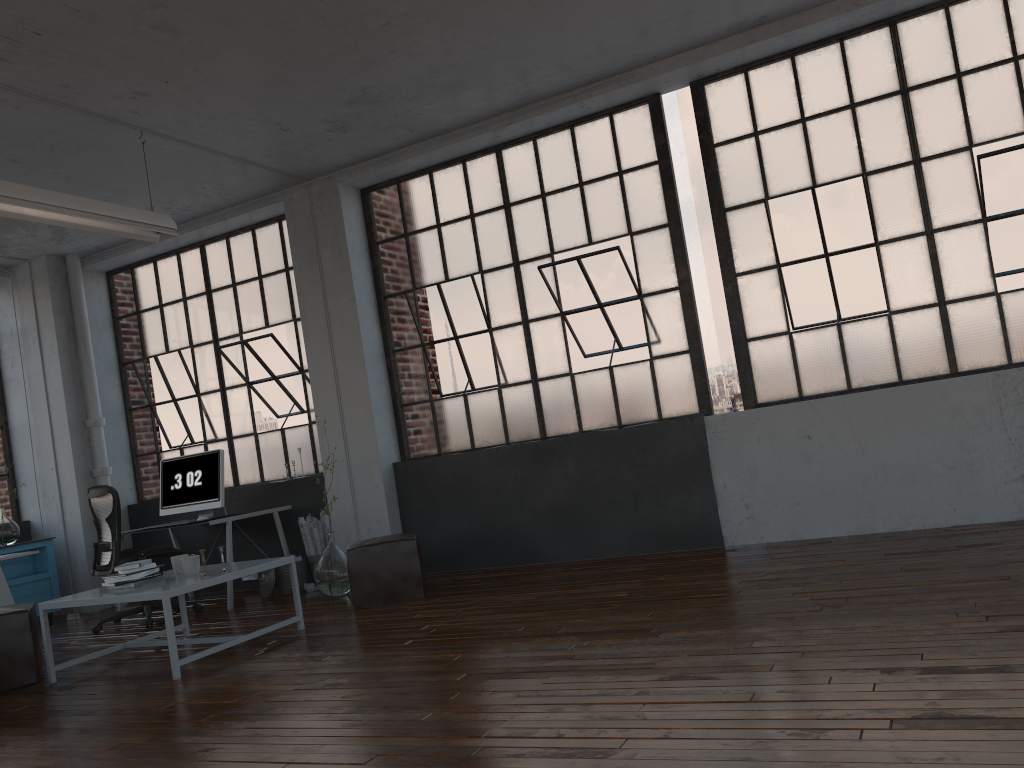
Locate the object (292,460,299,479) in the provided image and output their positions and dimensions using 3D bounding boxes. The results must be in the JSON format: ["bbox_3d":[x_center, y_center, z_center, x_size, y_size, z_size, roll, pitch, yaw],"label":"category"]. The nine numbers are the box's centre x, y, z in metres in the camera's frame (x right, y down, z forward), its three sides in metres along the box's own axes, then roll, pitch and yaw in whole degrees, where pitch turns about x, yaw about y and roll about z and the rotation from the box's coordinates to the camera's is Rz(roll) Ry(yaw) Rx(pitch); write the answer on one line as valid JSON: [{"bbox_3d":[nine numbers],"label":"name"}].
[{"bbox_3d":[-1.873,0.739,7.637,0.065,0.160,0.066,-7,-3,-33],"label":"object"}]

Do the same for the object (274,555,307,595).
[{"bbox_3d":[-1.803,1.534,7.170,0.290,0.293,0.291,-8,-3,-17],"label":"object"}]

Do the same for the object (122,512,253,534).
[{"bbox_3d":[-2.645,1.140,7.272,0.850,0.008,0.687,-11,-4,27],"label":"object"}]

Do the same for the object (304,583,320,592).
[{"bbox_3d":[-1.589,1.617,7.029,0.125,0.107,0.096,-8,-3,-23],"label":"object"}]

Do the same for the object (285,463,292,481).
[{"bbox_3d":[-1.932,0.751,7.623,0.055,0.153,0.055,-8,-2,-15],"label":"object"}]

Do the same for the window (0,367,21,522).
[{"bbox_3d":[-5.356,0.196,7.252,0.671,2.388,2.589,-10,-3,26],"label":"window"}]

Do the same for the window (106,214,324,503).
[{"bbox_3d":[-2.662,-0.173,8.070,2.595,2.388,0.669,-10,-3,26],"label":"window"}]

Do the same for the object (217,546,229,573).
[{"bbox_3d":[-1.630,0.984,4.992,0.055,0.153,0.055,-9,-2,2],"label":"object"}]

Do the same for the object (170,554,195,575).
[{"bbox_3d":[-1.958,1.074,5.274,0.101,0.109,0.129,-11,-4,34],"label":"object"}]

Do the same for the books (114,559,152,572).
[{"bbox_3d":[-2.160,1.032,5.054,0.141,0.026,0.202,-9,-4,-4],"label":"books"}]

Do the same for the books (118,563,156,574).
[{"bbox_3d":[-2.145,1.054,5.072,0.184,0.026,0.126,-6,-5,-34],"label":"books"}]

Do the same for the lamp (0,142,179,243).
[{"bbox_3d":[-2.672,-1.235,4.902,0.202,0.628,1.876,-10,-4,26],"label":"lamp"}]

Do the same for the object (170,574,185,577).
[{"bbox_3d":[-1.955,1.127,5.262,0.137,0.003,0.138,-5,-5,-43],"label":"object"}]

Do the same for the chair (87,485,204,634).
[{"bbox_3d":[-2.898,1.288,6.829,0.772,1.084,0.791,-10,-3,30],"label":"chair"}]

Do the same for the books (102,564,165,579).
[{"bbox_3d":[-2.171,1.075,5.083,0.200,0.014,0.275,-11,-4,26],"label":"books"}]

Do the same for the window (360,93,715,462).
[{"bbox_3d":[0.068,-0.692,6.729,2.595,2.388,0.669,-10,-3,26],"label":"window"}]

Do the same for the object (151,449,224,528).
[{"bbox_3d":[-2.686,0.860,7.285,0.715,0.552,0.377,-11,-3,27],"label":"object"}]

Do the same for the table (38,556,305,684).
[{"bbox_3d":[-1.927,1.340,5.104,0.974,0.444,0.991,-11,-4,26],"label":"table"}]

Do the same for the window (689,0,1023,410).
[{"bbox_3d":[2.555,-1.164,5.508,2.595,2.388,0.669,-10,-3,26],"label":"window"}]

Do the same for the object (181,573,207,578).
[{"bbox_3d":[-1.809,1.089,5.041,0.137,0.003,0.138,-5,-5,-43],"label":"object"}]

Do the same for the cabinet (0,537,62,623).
[{"bbox_3d":[-4.728,1.769,6.913,0.628,0.732,2.261,-10,-4,26],"label":"cabinet"}]

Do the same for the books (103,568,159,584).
[{"bbox_3d":[-2.175,1.093,5.076,0.200,0.031,0.272,-9,-4,1],"label":"books"}]

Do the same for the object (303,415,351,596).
[{"bbox_3d":[-1.306,0.867,6.411,0.330,1.338,0.620,-8,-3,-28],"label":"object"}]

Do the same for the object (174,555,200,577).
[{"bbox_3d":[-1.830,1.036,5.026,0.101,0.109,0.129,-11,-4,34],"label":"object"}]

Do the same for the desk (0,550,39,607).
[{"bbox_3d":[-4.035,1.553,5.213,1.077,0.703,2.076,-11,-4,26],"label":"desk"}]

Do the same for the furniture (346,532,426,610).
[{"bbox_3d":[-0.852,1.268,6.027,0.502,0.460,0.504,-9,-3,-7],"label":"furniture"}]

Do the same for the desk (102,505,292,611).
[{"bbox_3d":[-2.559,1.470,7.326,1.229,0.687,0.932,-11,-4,26],"label":"desk"}]

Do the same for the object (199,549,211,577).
[{"bbox_3d":[-1.705,0.992,4.907,0.052,0.148,0.053,-8,-3,-24],"label":"object"}]

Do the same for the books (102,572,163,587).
[{"bbox_3d":[-2.173,1.117,5.074,0.273,0.025,0.211,-5,-5,-44],"label":"books"}]

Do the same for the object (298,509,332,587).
[{"bbox_3d":[-1.561,1.338,7.274,0.293,0.627,0.275,-8,-3,-22],"label":"object"}]

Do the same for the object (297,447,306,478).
[{"bbox_3d":[-1.805,0.674,7.599,0.084,0.256,0.084,-7,-3,-42],"label":"object"}]

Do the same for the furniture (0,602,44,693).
[{"bbox_3d":[-2.960,1.513,5.032,0.502,0.460,0.505,-7,-3,-26],"label":"furniture"}]

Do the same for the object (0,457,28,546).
[{"bbox_3d":[-4.401,0.933,7.770,0.434,0.939,0.232,-9,-2,7],"label":"object"}]

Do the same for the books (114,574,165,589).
[{"bbox_3d":[-2.144,1.137,5.097,0.172,0.028,0.218,-11,-4,26],"label":"books"}]

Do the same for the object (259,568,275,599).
[{"bbox_3d":[-1.953,1.560,7.044,0.107,0.280,0.294,-7,-4,-39],"label":"object"}]
